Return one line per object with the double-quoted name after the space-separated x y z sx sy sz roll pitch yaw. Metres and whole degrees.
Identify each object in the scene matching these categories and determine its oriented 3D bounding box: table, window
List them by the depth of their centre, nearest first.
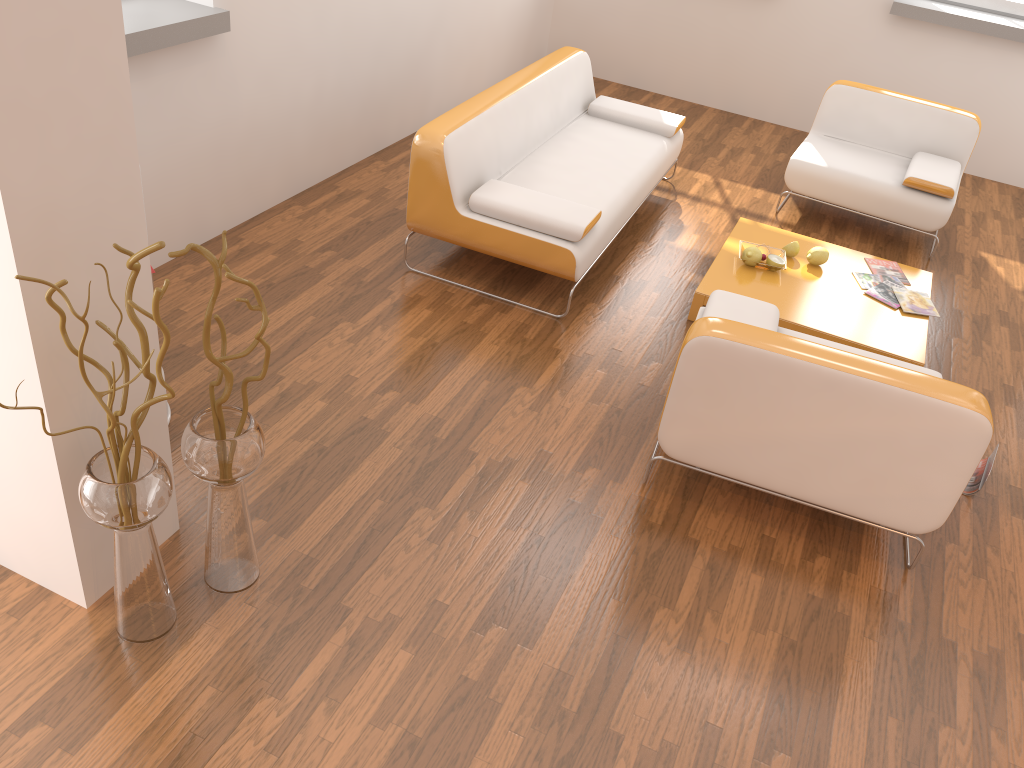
1.465 -0.429 4.270 1.000 0.150 1.000 20 36 15 "table"
3.470 -3.266 5.668 1.308 1.737 0.142 20 36 15 "window"

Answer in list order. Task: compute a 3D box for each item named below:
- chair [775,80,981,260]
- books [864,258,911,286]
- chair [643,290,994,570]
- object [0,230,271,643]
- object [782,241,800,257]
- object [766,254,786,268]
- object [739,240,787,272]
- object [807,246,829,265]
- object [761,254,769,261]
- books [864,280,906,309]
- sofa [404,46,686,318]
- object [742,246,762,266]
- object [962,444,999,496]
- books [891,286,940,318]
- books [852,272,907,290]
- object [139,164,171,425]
2.164 -1.298 5.229 0.923 0.661 0.825 22 37 18 "chair"
1.870 -0.564 4.424 0.171 0.004 0.249 9 35 -1 "books"
1.041 0.020 3.076 0.923 0.661 0.825 17 35 11 "chair"
-0.852 0.171 2.023 0.655 1.112 0.284 -25 47 -39 "object"
1.382 -0.669 4.386 0.094 0.087 0.080 -19 44 -35 "object"
1.259 -0.574 4.243 0.091 0.065 0.092 -2 36 -16 "object"
1.206 -0.607 4.291 0.227 0.048 0.227 14 35 7 "object"
1.500 -0.628 4.352 0.105 0.091 0.103 17 35 11 "object"
1.204 -0.627 4.313 0.134 0.037 0.061 25 37 21 "object"
1.800 -0.427 4.203 0.249 0.004 0.171 -23 46 -38 "books"
0.286 -1.159 4.593 0.825 0.661 2.010 19 36 14 "sofa"
1.148 -0.611 4.235 0.102 0.095 0.101 3 35 -10 "object"
1.700 0.240 3.310 0.189 0.217 0.281 26 38 23 "object"
1.890 -0.385 4.157 0.171 0.004 0.249 10 35 2 "books"
1.786 -0.489 4.296 0.249 0.004 0.171 6 35 -5 "books"
-1.268 -0.483 2.530 0.436 1.490 0.436 12 35 3 "object"
